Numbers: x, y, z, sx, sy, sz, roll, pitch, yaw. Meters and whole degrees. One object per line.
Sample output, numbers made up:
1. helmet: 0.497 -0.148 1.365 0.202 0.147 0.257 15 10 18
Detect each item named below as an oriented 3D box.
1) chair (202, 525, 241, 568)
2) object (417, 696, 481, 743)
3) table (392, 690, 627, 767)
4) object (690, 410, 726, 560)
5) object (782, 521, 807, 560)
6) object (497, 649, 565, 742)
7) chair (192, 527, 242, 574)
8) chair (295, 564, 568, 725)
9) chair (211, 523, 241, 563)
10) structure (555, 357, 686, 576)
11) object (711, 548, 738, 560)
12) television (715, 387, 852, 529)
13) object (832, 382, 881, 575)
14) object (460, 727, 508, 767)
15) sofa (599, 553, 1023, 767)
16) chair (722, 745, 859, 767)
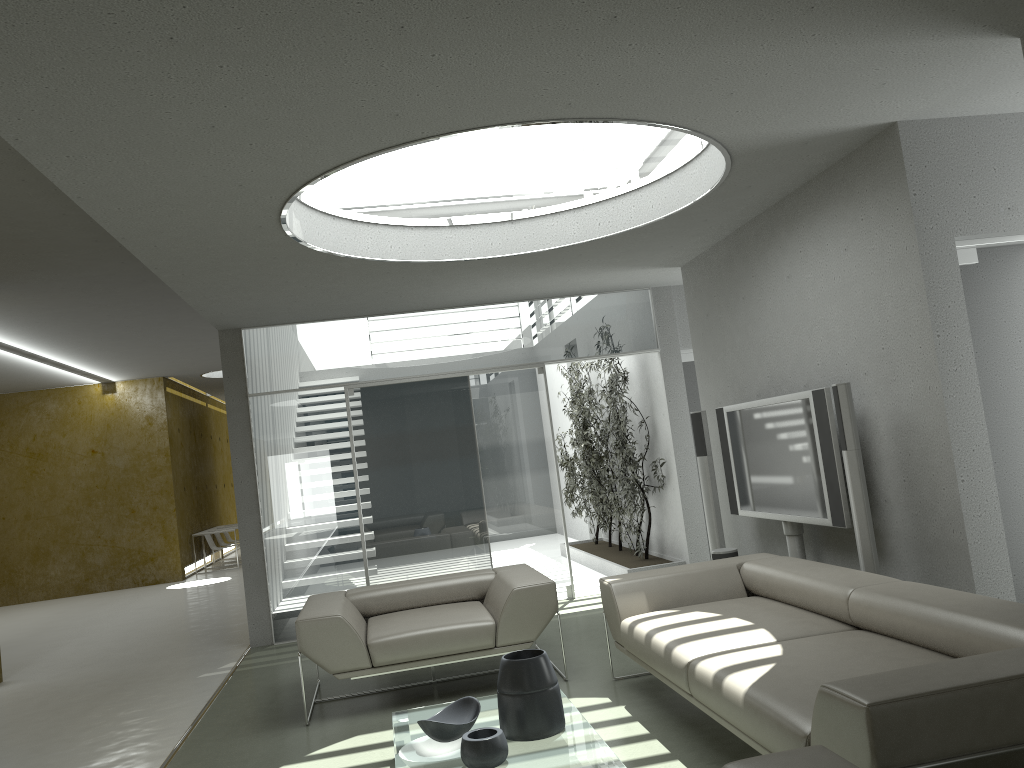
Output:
1. chair: -5.238 2.977 16.336 0.710 0.667 0.800 -7 -5 -9
2. object: -0.253 1.393 3.643 0.223 0.125 0.317 -10 -5 27
3. table: -0.050 1.518 3.473 0.790 0.200 1.500 -7 -5 -9
4. object: 1.525 0.936 6.741 0.310 1.469 0.310 -9 -5 18
5. object: 1.750 1.209 5.583 0.323 0.689 0.882 -7 -5 -9
6. object: 0.067 1.255 3.603 0.265 0.309 0.265 -5 -5 -26
7. chair: -5.109 2.893 15.494 0.710 0.667 0.800 -7 -5 -9
8. chair: -0.510 1.542 5.454 1.481 0.583 1.039 -7 -5 -9
9. chair: -5.366 3.061 17.179 0.710 0.667 0.800 -7 -5 -9
10. structure: 0.905 0.695 9.812 0.646 2.589 3.371 -7 -5 -10
11. object: 1.537 1.409 6.301 0.175 0.461 0.185 -6 -5 -15
12. television: 1.710 0.476 5.650 0.127 0.781 1.603 -7 -5 -9
13. object: 1.796 0.724 4.528 0.310 1.469 0.310 -4 -5 -32
14. object: -0.103 1.351 3.279 0.177 0.113 0.177 -5 -5 -28
15. sofa: 1.219 1.177 3.696 1.037 0.585 2.791 -7 -5 -9
16. chair: 0.106 1.140 1.421 1.481 0.583 1.039 -7 -5 -9
